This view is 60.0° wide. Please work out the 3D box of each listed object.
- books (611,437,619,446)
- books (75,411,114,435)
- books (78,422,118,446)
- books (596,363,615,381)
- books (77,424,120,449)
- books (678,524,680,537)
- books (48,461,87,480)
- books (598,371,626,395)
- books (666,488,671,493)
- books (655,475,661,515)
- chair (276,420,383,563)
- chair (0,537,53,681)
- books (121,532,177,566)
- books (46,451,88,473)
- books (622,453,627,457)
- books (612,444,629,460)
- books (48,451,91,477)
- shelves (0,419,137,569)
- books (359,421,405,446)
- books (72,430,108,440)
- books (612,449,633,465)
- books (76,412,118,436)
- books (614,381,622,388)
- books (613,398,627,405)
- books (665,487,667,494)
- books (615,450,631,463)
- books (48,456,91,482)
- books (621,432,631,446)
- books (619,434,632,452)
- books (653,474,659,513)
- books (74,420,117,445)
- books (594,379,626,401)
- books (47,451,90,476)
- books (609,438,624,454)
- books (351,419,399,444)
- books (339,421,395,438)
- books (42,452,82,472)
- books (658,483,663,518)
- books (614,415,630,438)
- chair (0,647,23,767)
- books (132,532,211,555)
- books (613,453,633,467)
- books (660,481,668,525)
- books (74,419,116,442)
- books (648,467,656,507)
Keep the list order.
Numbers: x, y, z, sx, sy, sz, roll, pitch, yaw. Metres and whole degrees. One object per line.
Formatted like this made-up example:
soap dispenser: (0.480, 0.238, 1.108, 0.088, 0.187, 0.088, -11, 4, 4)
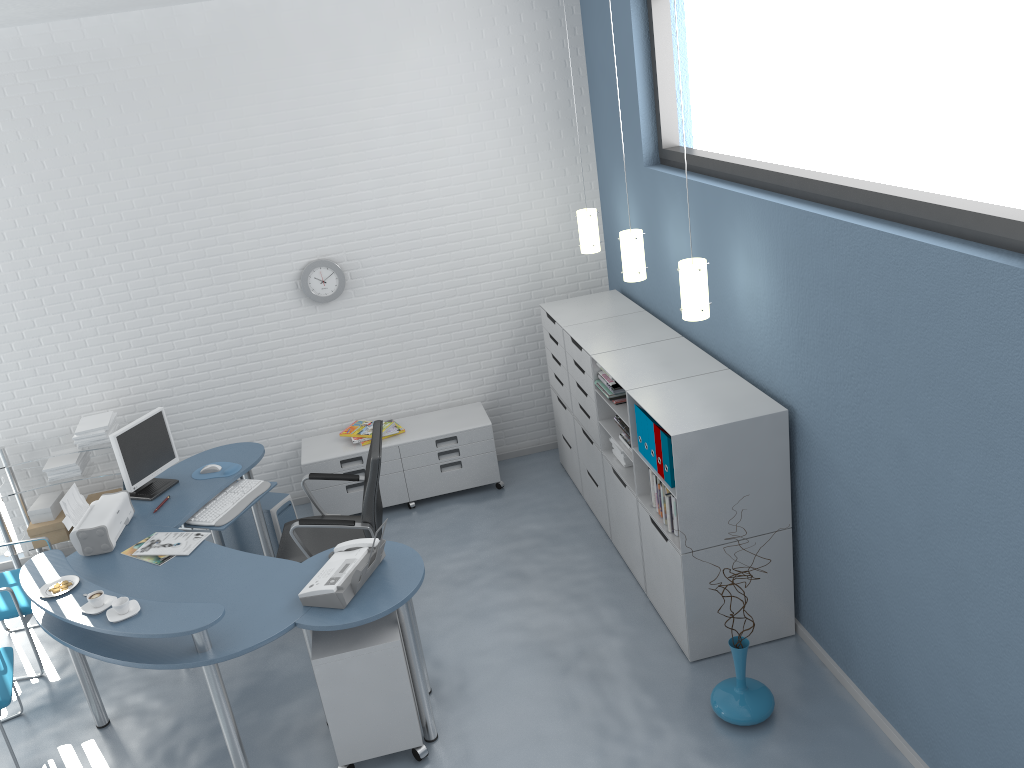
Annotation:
books: (0.690, 0.292, 4.746, 0.270, 0.015, 0.190, -14, 21, -13)
books: (-2.550, 0.236, 5.420, 0.190, 0.015, 0.270, -14, 21, -13)
books: (-2.540, 0.305, 5.446, 0.190, 0.015, 0.270, -13, 21, -11)
books: (0.578, -0.088, 4.614, 0.212, 0.024, 0.258, -12, 21, -9)
books: (-2.538, 0.319, 5.451, 0.190, 0.015, 0.270, -12, 21, -9)
books: (0.812, 0.627, 3.861, 0.178, 0.163, 0.032, -12, 21, -9)
books: (-2.739, 0.511, 5.484, 0.190, 0.015, 0.270, -13, 21, -13)
books: (0.588, -0.023, 4.635, 0.212, 0.044, 0.265, -12, 21, -9)
books: (0.779, 0.527, 4.018, 0.157, 0.247, 0.021, -12, 21, -9)
books: (0.754, 0.505, 4.150, 0.157, 0.203, 0.032, -12, 21, -9)
chair: (-0.928, 0.766, 4.727, 0.652, 0.948, 0.584, -10, 21, -4)
chair: (-2.737, 1.151, 4.764, 0.543, 0.707, 0.542, -10, 21, -4)
books: (-1.667, 0.774, 4.178, 0.300, 0.005, 0.200, 6, 25, 33)
books: (-2.740, 0.466, 5.474, 0.190, 0.015, 0.270, -11, 21, -7)
books: (0.700, 0.321, 4.751, 0.270, 0.015, 0.190, -11, 21, -6)
books: (0.695, 0.337, 4.754, 0.270, 0.015, 0.190, -12, 21, -9)
books: (-2.734, 0.494, 5.483, 0.190, 0.015, 0.270, -12, 21, -8)
shelves: (-2.704, 0.765, 5.569, 0.896, 0.848, 0.441, -11, 21, -8)
books: (-0.878, 0.321, 5.828, 0.300, 0.020, 0.210, -18, 22, -23)
books: (-2.552, 0.267, 5.425, 0.190, 0.015, 0.270, -11, 21, -6)
books: (0.700, 0.362, 4.772, 0.270, 0.015, 0.190, -13, 21, -11)
books: (-2.540, 0.245, 5.435, 0.190, 0.015, 0.270, -12, 21, -9)
books: (0.598, -0.057, 4.608, 0.187, 0.034, 0.298, -12, 21, -9)
books: (0.598, 0.038, 4.658, 0.209, 0.019, 0.265, -12, 21, -9)
books: (0.779, 0.541, 4.043, 0.155, 0.203, 0.017, -12, 21, -9)
books: (0.703, 0.350, 4.759, 0.270, 0.015, 0.190, -11, 21, -7)
books: (-2.737, 0.525, 5.489, 0.190, 0.015, 0.270, -12, 21, -10)
books: (0.681, 0.273, 4.430, 0.212, 0.023, 0.224, -12, 21, -9)
books: (0.681, 0.294, 4.459, 0.212, 0.034, 0.265, -12, 21, -9)
books: (0.748, 0.498, 4.176, 0.157, 0.198, 0.022, -12, 21, -9)
books: (-2.550, 0.294, 5.436, 0.190, 0.015, 0.270, -11, 21, -7)
books: (0.580, 0.012, 4.659, 0.234, 0.034, 0.240, -12, 21, -9)
books: (-2.736, 0.483, 5.472, 0.190, 0.015, 0.270, -12, 21, -10)
books: (0.681, 0.305, 4.759, 0.270, 0.015, 0.190, -12, 21, -9)
books: (-0.906, 0.311, 5.810, 0.300, 0.020, 0.210, -14, 21, -14)
books: (-0.946, 0.297, 5.805, 0.300, 0.020, 0.210, 1, 23, 24)
books: (-2.756, 0.461, 5.452, 0.190, 0.015, 0.270, -13, 21, -11)
books: (0.761, 0.528, 4.131, 0.157, 0.172, 0.021, -12, 21, -9)
books: (0.660, 0.204, 4.433, 0.224, 0.041, 0.283, -12, 21, -9)
chair: (-2.521, 1.422, 3.965, 0.543, 0.707, 0.542, -18, 22, -23)
books: (-1.609, 0.756, 4.196, 0.300, 0.010, 0.200, -3, 21, 14)
books: (0.702, 0.376, 4.777, 0.270, 0.015, 0.190, -12, 21, -9)
books: (0.767, 0.527, 4.066, 0.166, 0.217, 0.038, -12, 21, -9)
books: (-2.552, 0.278, 5.437, 0.190, 0.015, 0.270, -12, 21, -9)
books: (0.735, 0.476, 4.233, 0.157, 0.203, 0.040, -12, 21, -9)
